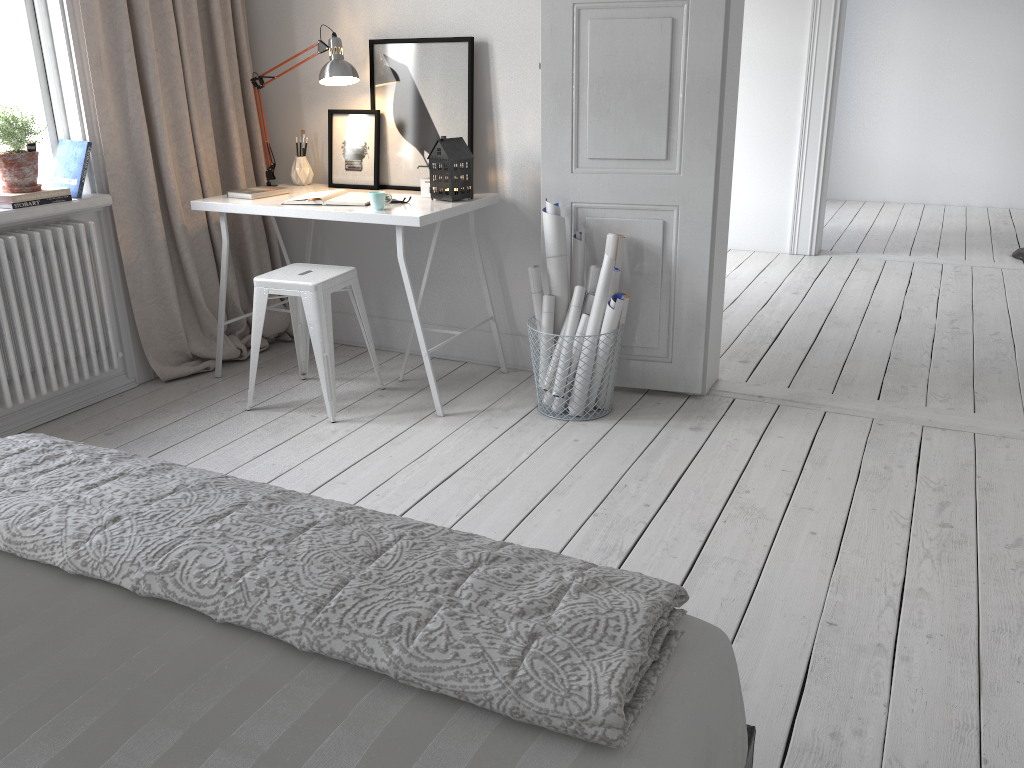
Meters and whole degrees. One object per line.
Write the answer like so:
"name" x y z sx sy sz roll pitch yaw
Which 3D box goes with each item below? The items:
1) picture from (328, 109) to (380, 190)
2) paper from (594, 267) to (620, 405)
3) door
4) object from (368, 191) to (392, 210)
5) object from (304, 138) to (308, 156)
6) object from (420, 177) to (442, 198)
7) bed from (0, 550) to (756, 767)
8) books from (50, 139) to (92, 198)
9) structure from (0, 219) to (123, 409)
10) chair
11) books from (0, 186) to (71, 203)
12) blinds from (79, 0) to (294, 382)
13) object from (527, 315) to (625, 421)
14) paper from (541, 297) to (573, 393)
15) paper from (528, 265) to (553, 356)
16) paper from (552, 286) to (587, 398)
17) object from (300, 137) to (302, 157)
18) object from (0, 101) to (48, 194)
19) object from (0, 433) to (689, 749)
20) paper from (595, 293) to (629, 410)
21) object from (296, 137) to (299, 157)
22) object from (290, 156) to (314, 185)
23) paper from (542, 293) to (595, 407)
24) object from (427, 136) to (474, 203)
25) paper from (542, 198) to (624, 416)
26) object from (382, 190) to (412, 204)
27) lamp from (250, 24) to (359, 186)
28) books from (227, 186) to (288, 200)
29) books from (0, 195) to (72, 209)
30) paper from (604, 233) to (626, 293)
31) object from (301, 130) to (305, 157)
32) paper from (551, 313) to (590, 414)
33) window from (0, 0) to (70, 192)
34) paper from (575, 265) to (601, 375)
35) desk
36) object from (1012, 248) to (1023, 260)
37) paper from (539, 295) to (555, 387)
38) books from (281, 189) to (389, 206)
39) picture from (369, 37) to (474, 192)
"picture" -0.691 -1.023 3.871 0.261 0.333 0.062 9 22 24
"paper" 0.340 -0.178 3.432 0.153 0.552 0.060 -7 21 -18
"door" 0.427 -1.088 3.289 0.678 2.323 0.034 5 21 16
"object" -0.496 -0.683 3.315 0.082 0.065 0.064 8 22 23
"object" -0.944 -1.013 4.030 0.054 0.207 0.008 2 20 9
"object" -0.326 -0.804 3.628 0.065 0.073 0.078 7 21 21
"bed" -0.827 0.491 0.736 1.888 1.167 2.178 9 22 24
"books" -1.702 -0.831 3.418 0.175 0.210 0.101 10 22 28
"structure" -1.873 -0.228 3.195 0.216 0.599 0.936 9 22 24
"chair" -0.801 -0.189 3.552 0.407 0.527 0.410 7 21 20
"books" -1.788 -0.699 3.271 0.157 0.025 0.246 10 22 27
"blinds" -1.344 -1.358 3.648 0.225 2.677 0.832 9 22 24
"object" 0.246 -0.073 3.458 0.375 0.350 0.374 9 22 26
"paper" 0.198 -0.158 3.447 0.047 0.358 0.240 15 25 38
"paper" 0.127 -0.192 3.499 0.046 0.546 0.166 -17 25 -38
"paper" 0.221 -0.162 3.401 0.049 0.402 0.244 10 22 27
"object" -0.964 -1.017 4.043 0.008 0.207 0.054 4 20 12
"object" -1.787 -0.860 3.212 0.220 0.318 0.211 -10 22 -25
"object" -0.452 0.251 1.454 1.460 0.104 0.405 9 22 24
"paper" 0.384 -0.123 3.415 0.123 0.464 0.057 -1 20 -2
"object" -0.973 -1.014 4.035 0.008 0.207 0.054 -4 20 -8
"object" -0.959 -0.973 4.044 0.101 0.126 0.101 9 22 24
"paper" 0.229 -0.131 3.458 0.253 0.431 0.054 -11 22 -26
"object" -0.241 -0.856 3.514 0.135 0.248 0.135 16 26 39
"paper" 0.257 -0.292 3.407 0.181 0.793 0.431 -8 21 -20
"object" -0.474 -0.730 3.471 0.133 0.047 0.114 4 20 13
"lamp" -0.901 -1.135 3.793 0.568 0.744 0.165 7 21 20
"books" -1.070 -0.808 3.740 0.149 0.024 0.207 11 23 31
"books" -1.790 -0.679 3.285 0.156 0.022 0.245 10 23 28
"paper" 0.364 -0.253 3.479 0.181 0.668 0.073 -18 26 -39
"object" -0.948 -1.033 4.037 0.023 0.239 0.028 7 21 22
"paper" 0.260 -0.084 3.424 0.234 0.389 0.078 -13 23 -31
"window" -2.005 -1.319 2.872 0.079 1.535 1.048 9 22 24
"paper" 0.292 -0.190 3.499 0.047 0.541 0.201 10 22 28
"desk" -0.672 -0.406 3.789 1.163 0.775 0.641 9 22 24
"object" 3.595 -1.636 5.738 0.374 1.656 0.375 -6 20 -15
"paper" 0.135 -0.166 3.458 0.047 0.360 0.129 4 20 14
"books" -0.710 -0.746 3.549 0.358 0.029 0.291 3 20 11
"picture" -0.383 -1.124 3.723 0.493 0.614 0.062 9 22 24
